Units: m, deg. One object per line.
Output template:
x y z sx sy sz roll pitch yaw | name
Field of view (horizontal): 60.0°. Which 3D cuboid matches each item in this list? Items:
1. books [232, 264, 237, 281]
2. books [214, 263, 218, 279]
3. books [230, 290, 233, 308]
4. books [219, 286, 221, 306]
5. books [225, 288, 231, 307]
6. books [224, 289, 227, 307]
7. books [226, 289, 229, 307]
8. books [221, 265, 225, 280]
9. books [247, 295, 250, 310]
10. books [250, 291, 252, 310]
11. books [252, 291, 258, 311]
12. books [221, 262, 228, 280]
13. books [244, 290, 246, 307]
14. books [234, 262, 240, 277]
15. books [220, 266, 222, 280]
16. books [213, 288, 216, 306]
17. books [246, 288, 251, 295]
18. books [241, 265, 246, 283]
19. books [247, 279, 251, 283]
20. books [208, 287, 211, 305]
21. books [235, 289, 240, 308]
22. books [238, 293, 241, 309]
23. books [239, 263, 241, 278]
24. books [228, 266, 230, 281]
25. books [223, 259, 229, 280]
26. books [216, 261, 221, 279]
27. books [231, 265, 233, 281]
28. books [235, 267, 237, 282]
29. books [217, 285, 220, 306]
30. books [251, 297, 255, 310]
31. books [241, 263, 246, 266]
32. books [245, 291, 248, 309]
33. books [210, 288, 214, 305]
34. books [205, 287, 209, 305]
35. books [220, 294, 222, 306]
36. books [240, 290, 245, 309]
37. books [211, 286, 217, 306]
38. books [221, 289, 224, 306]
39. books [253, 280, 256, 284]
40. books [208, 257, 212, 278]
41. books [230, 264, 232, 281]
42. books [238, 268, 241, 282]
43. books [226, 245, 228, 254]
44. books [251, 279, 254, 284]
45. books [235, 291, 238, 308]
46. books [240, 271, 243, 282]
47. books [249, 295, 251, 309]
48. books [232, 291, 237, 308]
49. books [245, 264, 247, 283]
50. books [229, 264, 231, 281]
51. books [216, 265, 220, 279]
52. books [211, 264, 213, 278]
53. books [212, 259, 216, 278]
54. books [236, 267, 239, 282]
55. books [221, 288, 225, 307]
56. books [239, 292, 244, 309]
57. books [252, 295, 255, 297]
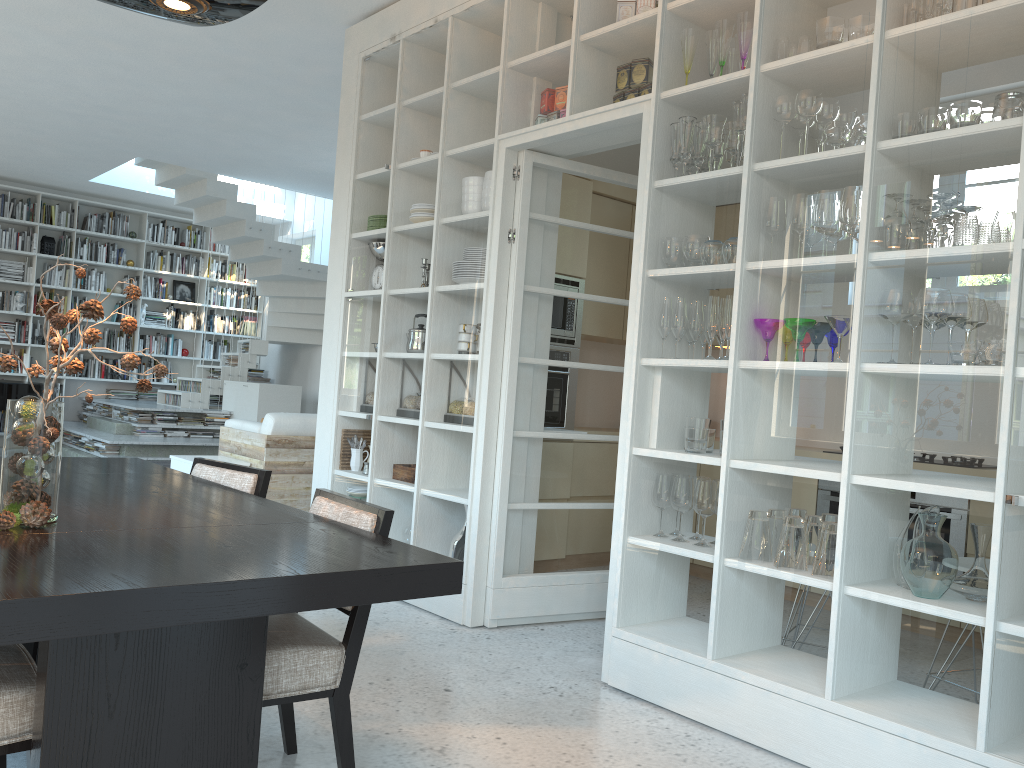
-3.949 -1.554 12.470 0.042 0.242 0.247 4 0 -40 | books
-4.132 -1.561 12.283 0.049 0.224 0.161 4 0 -40 | books
-3.992 -1.195 12.545 0.012 0.254 0.161 4 0 -40 | books
-4.117 -1.225 12.415 0.012 0.293 0.165 4 0 -40 | books
-4.019 -1.212 12.502 0.030 0.284 0.166 4 0 -40 | books
-4.056 -1.203 12.468 0.024 0.259 0.156 4 0 -40 | books
-4.036 -1.203 12.481 0.022 0.262 0.172 4 0 -40 | books
-4.050 -1.548 12.374 0.025 0.211 0.134 4 0 -40 | books
-3.807 -1.159 12.676 0.025 0.211 0.188 4 0 -40 | books
-3.772 -1.191 12.724 0.013 0.283 0.149 4 0 -40 | books
-3.706 -1.191 12.765 0.042 0.292 0.186 4 0 -40 | books
-4.018 -1.566 12.375 0.023 0.253 0.189 4 0 -40 | books
-3.843 -1.194 12.648 0.013 0.277 0.188 4 0 -40 | books
-3.912 -1.577 12.573 0.010 0.295 0.165 4 0 -40 | books
-4.096 -1.545 12.379 0.038 0.199 0.170 4 0 -40 | books
-4.182 -1.212 12.361 0.026 0.256 0.173 4 0 -40 | books
-3.785 -1.216 12.723 0.013 0.330 0.140 4 0 -40 | books
-3.841 -1.554 12.624 0.022 0.261 0.160 4 0 -40 | books
-3.784 -1.546 12.682 0.070 0.254 0.154 4 0 -40 | books
-4.239 -1.213 12.335 0.026 0.250 0.160 4 0 -40 | books
-3.921 -1.208 12.611 0.024 0.292 0.132 4 0 -40 | books
-3.904 -1.179 12.628 0.028 0.237 0.145 4 0 -40 | books
-3.897 -1.569 12.602 0.024 0.281 0.153 4 0 -40 | books
-3.995 -1.540 12.407 0.014 0.206 0.184 4 0 -40 | books
-4.003 -1.586 12.393 0.022 0.296 0.152 4 0 -40 | books
-4.091 -1.577 12.328 0.023 0.263 0.158 4 0 -40 | books
-3.956 -1.545 12.435 0.013 0.222 0.174 4 0 -40 | books
-3.950 -1.541 12.553 0.024 0.217 0.167 4 0 -40 | books
-4.138 -1.229 12.413 0.022 0.297 0.162 4 0 -40 | books
-3.749 -1.146 12.726 0.029 0.195 0.192 4 0 -40 | books
-3.841 -1.571 12.652 0.011 0.294 0.151 4 0 -40 | books
-3.826 -1.189 12.659 0.028 0.268 0.173 4 0 -40 | books
-4.202 -1.210 12.329 0.023 0.247 0.182 4 0 -40 | books
-4.245 -1.216 12.313 0.012 0.254 0.161 4 0 -40 | books
-4.116 -1.168 12.438 0.027 0.179 0.157 4 0 -40 | books
-3.855 -1.198 12.642 0.012 0.283 0.151 4 0 -40 | books
-4.156 -1.225 12.363 0.014 0.285 0.185 4 0 -40 | books
-4.089 -1.206 12.441 0.013 0.260 0.158 4 0 -40 | books
-3.717 -1.542 12.749 0.029 0.258 0.163 4 0 -40 | books
-4.188 -1.601 12.229 0.010 0.294 0.183 4 0 -40 | books
-3.971 -1.554 12.434 0.012 0.237 0.165 4 0 -40 | books
-3.897 -1.535 12.571 0.013 0.213 0.186 4 0 -40 | books
-4.032 -1.940 12.451 0.029 0.264 0.179 4 0 -40 | books
-3.749 -1.523 12.710 0.023 0.213 0.180 4 0 -40 | books
-3.935 -1.193 12.574 0.023 0.258 0.184 4 0 -40 | books
-3.878 -1.518 12.621 0.034 0.183 0.156 4 0 -40 | books
-3.793 -1.162 12.699 0.025 0.220 0.177 4 0 -40 | books
-3.957 -1.188 12.548 0.045 0.245 0.177 4 0 -40 | books
-3.821 -1.565 12.654 0.023 0.287 0.163 4 0 -40 | books
-3.984 -1.558 12.423 0.022 0.242 0.144 4 0 -40 | books
-4.102 -1.543 12.302 0.024 0.193 0.189 4 0 -40 | books
-4.178 -1.555 12.240 0.024 0.205 0.165 4 0 -40 | books
-4.152 -1.582 12.250 0.026 0.263 0.189 4 0 -40 | books
-3.922 -1.541 12.556 0.023 0.220 0.171 4 0 -40 | books
-4.080 -1.211 12.460 0.025 0.271 0.152 4 0 -40 | books
-3.876 -1.185 12.637 0.025 0.252 0.160 4 0 -40 | books
-3.750 -1.163 12.769 0.024 0.230 0.131 4 0 -40 | books
